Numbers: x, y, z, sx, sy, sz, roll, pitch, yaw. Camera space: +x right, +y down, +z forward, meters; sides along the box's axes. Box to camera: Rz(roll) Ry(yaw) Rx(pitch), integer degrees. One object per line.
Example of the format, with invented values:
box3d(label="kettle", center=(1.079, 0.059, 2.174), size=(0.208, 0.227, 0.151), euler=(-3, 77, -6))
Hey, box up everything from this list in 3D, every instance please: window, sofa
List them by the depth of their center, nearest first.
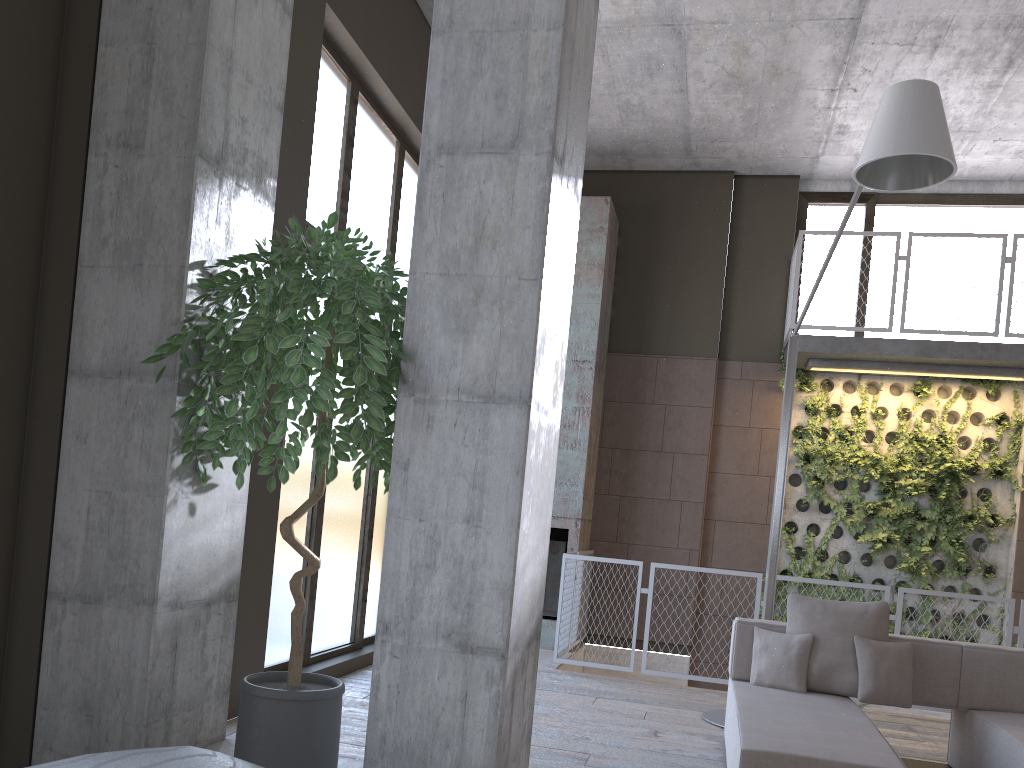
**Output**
box3d(label="sofa", center=(2.482, 1.671, 3.738), size=(2.989, 0.780, 3.051), euler=(3, -8, 13))
box3d(label="window", center=(-1.542, -0.319, 4.800), size=(0.209, 4.130, 9.324), euler=(5, -7, 12))
box3d(label="window", center=(4.702, -1.057, 8.955), size=(3.557, 1.743, 0.110), euler=(4, 0, 13))

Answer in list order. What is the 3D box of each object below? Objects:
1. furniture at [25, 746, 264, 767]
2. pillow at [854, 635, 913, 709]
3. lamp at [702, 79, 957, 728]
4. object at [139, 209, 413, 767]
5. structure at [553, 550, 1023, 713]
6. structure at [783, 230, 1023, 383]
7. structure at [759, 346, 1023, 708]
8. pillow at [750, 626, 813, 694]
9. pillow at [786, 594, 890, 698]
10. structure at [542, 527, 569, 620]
box3d(label="furniture", center=(-0.963, 1.197, 1.543), size=(1.813, 0.806, 1.628), euler=(11, -9, -39))
box3d(label="pillow", center=(2.051, 1.583, 4.820), size=(0.378, 0.370, 0.169), euler=(6, -2, -14))
box3d(label="lamp", center=(1.860, 0.519, 5.167), size=(0.756, 3.404, 2.647), euler=(5, -3, 1))
box3d(label="object", center=(-0.711, 0.362, 2.864), size=(1.005, 1.854, 0.967), euler=(6, -2, -21))
box3d(label="structure", center=(2.752, 2.207, 7.977), size=(4.416, 0.929, 1.951), euler=(3, -7, 13))
box3d(label="structure", center=(4.247, 0.725, 7.588), size=(3.674, 4.293, 3.065), euler=(4, -3, 13))
box3d(label="structure", center=(3.867, 1.447, 8.808), size=(2.620, 3.803, 1.011), euler=(5, -1, 13))
box3d(label="pillow", center=(1.528, 1.589, 5.013), size=(0.152, 0.374, 0.368), euler=(7, -4, -44))
box3d(label="pillow", center=(1.832, 1.484, 4.979), size=(0.562, 0.555, 0.223), euler=(4, -2, 15))
box3d(label="structure", center=(0.269, 1.903, 8.876), size=(0.574, 0.923, 0.057), euler=(5, 0, 13))
